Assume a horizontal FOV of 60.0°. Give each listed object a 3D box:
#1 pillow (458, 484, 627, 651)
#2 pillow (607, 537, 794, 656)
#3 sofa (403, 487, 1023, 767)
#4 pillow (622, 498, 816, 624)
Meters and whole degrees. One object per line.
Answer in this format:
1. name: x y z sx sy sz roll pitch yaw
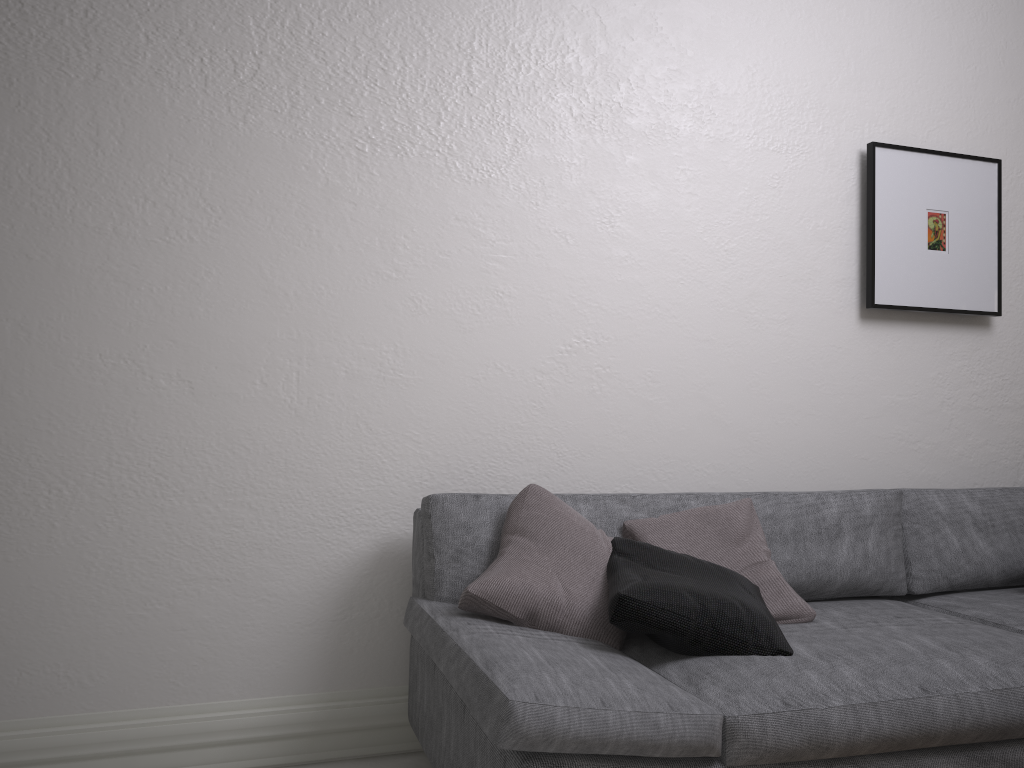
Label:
1. pillow: 0.123 0.480 2.184 0.478 0.448 0.353 1 -2 3
2. pillow: 0.419 0.520 2.078 0.401 0.268 0.422 1 -2 2
3. sofa: 1.286 0.697 2.448 3.094 0.772 1.089 1 -2 -19
4. pillow: 0.537 0.473 2.341 0.428 0.318 0.334 1 -2 -18
